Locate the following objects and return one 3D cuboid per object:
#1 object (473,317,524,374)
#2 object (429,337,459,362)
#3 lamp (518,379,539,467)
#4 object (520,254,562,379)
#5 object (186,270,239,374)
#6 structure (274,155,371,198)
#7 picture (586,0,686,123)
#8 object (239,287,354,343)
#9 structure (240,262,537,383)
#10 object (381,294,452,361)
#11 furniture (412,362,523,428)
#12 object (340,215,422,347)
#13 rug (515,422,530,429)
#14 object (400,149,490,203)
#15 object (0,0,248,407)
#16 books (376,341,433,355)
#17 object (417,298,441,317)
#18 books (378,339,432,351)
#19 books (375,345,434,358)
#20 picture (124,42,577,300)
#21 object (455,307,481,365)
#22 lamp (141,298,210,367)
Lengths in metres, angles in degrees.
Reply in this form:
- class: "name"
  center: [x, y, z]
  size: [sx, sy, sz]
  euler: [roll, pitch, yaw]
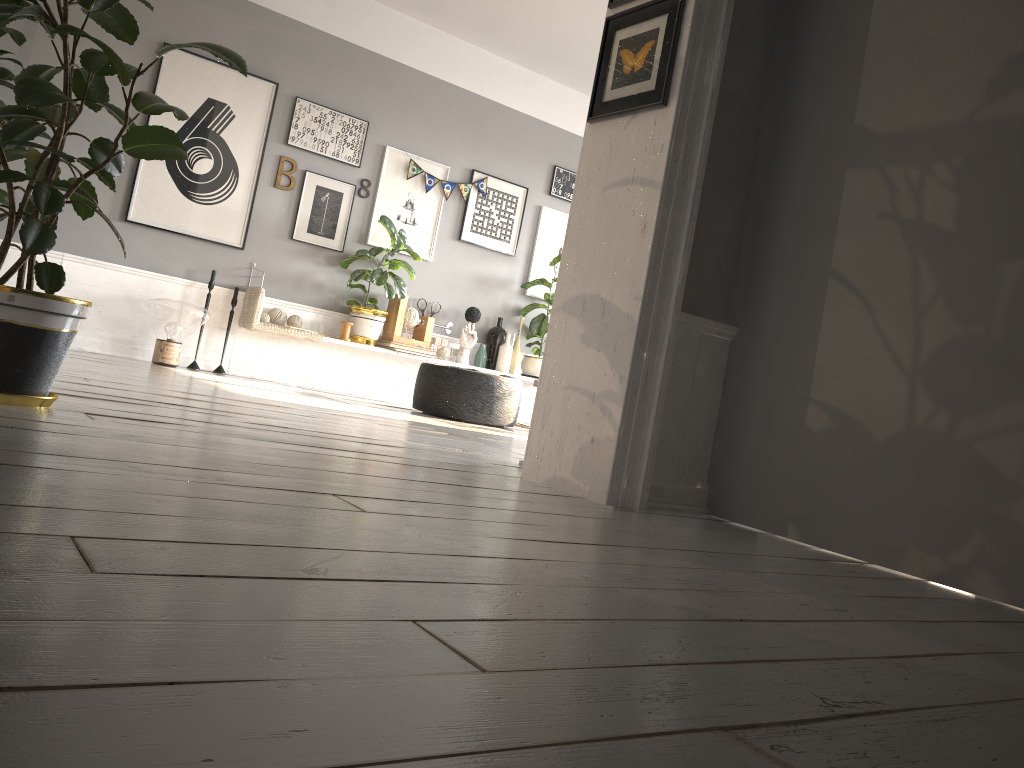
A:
- class: "object"
  center: [-0.095, -0.350, 7.400]
  size: [0.332, 0.490, 0.284]
  euler: [10, -3, 16]
- class: "object"
  center: [-0.565, -0.278, 7.214]
  size: [0.263, 0.174, 0.078]
  euler: [11, -3, -29]
- class: "lamp"
  center: [0.263, 0.101, 3.221]
  size: [0.285, 0.479, 0.288]
  euler: [13, -4, -36]
- class: "object"
  center: [0.324, -0.607, 7.634]
  size: [0.567, 1.155, 0.413]
  euler: [10, -4, 5]
- class: "object"
  center: [-2.045, -0.434, 6.134]
  size: [0.277, 0.704, 0.092]
  euler: [14, -5, -42]
- class: "structure"
  center: [-1.407, -1.502, 6.647]
  size: [0.734, 0.264, 0.024]
  euler: [11, -4, -34]
- class: "picture"
  center: [-0.356, -1.358, 2.243]
  size: [1.932, 0.756, 0.360]
  euler: [11, -3, -34]
- class: "object"
  center: [-1.533, -0.471, 6.408]
  size: [0.779, 0.308, 0.330]
  euler: [11, -2, -34]
- class: "structure"
  center: [-0.716, -0.411, 7.004]
  size: [2.757, 0.488, 0.309]
  euler: [11, -3, -34]
- class: "object"
  center: [-0.709, -0.438, 6.971]
  size: [0.542, 0.442, 0.239]
  euler: [12, -3, -34]
- class: "furniture"
  center: [-0.302, 0.071, 6.065]
  size: [0.739, 0.358, 0.730]
  euler: [10, -1, 42]
- class: "object"
  center: [-1.009, -0.766, 6.673]
  size: [0.548, 0.968, 0.506]
  euler: [8, -4, 41]
- class: "rug"
  center: [1.239, 0.530, 6.436]
  size: [1.758, 0.034, 2.536]
  euler: [11, 0, -35]
- class: "object"
  center: [-0.549, -1.661, 7.195]
  size: [0.908, 0.341, 0.057]
  euler: [11, -4, -35]
- class: "object"
  center: [-2.222, -1.031, 3.650]
  size: [1.004, 1.801, 3.912]
  euler: [13, -2, -35]
- class: "books"
  center: [-0.835, -0.278, 6.888]
  size: [0.381, 0.029, 0.261]
  euler: [11, 0, -34]
- class: "object"
  center: [-0.704, -0.450, 7.153]
  size: [0.220, 0.465, 0.019]
  euler: [13, -5, -34]
- class: "books"
  center: [-0.839, -0.302, 6.896]
  size: [0.376, 0.017, 0.230]
  euler: [11, 0, -37]
- class: "books"
  center: [-0.833, -0.253, 6.897]
  size: [0.365, 0.021, 0.298]
  euler: [11, 0, -40]
- class: "picture"
  center: [-1.120, -1.565, 4.379]
  size: [7.243, 1.802, 4.055]
  euler: [11, -1, -35]
- class: "object"
  center: [-0.358, -0.396, 7.236]
  size: [0.154, 0.485, 0.137]
  euler: [13, -5, -35]
- class: "lamp"
  center: [-2.245, -0.338, 5.829]
  size: [0.431, 0.439, 0.432]
  euler: [11, -2, -13]
